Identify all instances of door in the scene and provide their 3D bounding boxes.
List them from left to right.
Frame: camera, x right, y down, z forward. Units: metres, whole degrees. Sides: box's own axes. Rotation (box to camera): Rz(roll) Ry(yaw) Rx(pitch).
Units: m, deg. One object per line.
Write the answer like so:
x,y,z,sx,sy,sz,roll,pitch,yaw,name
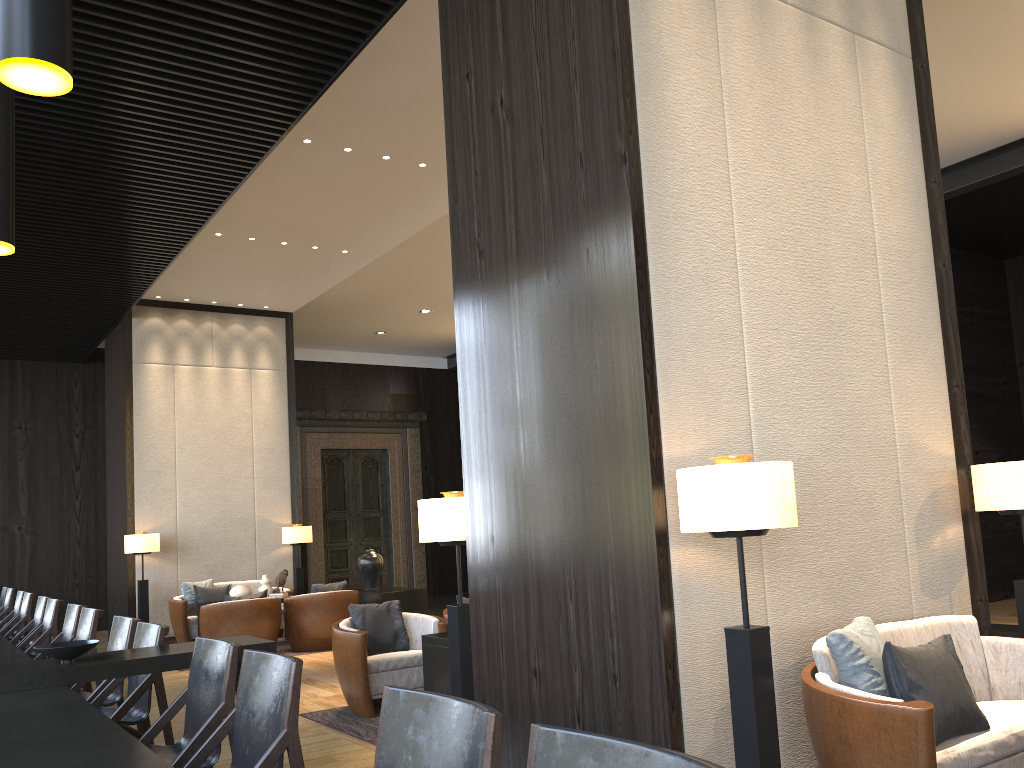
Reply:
-2.739,2.470,15.431,1.288,2.680,0.052,1,-7,-35,door

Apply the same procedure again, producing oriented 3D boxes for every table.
-2.888,2.661,9.850,1.043,0.514,0.579,3,-10,-34,table
-1.725,2.713,10.612,0.620,0.509,1.972,2,-10,-34,table
0.038,1.804,5.577,1.043,0.514,0.579,3,-10,-34,table

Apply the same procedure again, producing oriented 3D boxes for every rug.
-2.877,2.902,9.740,2.042,0.008,2.256,3,-11,-34,rug
0.009,2.056,5.524,1.959,0.008,2.256,3,-11,-34,rug

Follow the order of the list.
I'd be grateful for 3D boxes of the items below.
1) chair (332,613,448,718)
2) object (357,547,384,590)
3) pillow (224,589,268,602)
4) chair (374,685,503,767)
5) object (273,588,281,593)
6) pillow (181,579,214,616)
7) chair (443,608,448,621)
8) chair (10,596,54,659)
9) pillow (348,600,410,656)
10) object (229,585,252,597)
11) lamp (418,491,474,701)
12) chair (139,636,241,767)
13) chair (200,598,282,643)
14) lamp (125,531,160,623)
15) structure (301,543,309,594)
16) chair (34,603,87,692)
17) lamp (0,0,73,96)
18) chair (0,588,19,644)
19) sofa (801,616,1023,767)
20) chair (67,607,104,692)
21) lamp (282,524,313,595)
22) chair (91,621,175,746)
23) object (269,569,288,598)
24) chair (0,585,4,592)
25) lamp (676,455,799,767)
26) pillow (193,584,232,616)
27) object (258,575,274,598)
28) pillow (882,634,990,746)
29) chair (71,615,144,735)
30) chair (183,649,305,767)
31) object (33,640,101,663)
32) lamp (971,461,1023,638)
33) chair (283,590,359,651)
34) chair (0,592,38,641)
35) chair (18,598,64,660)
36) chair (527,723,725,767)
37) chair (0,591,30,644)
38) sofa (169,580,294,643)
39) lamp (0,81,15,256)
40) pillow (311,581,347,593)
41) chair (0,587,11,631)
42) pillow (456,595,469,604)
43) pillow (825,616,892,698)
-0.852,1.891,6.043,0.804,0.600,0.610,2,-9,-34,chair
-1.680,2.189,10.514,0.313,0.489,0.312,-10,-9,44,object
-2.631,2.221,8.789,0.441,0.336,0.206,1,-8,-27,pillow
-0.291,1.043,1.669,0.563,0.822,0.529,1,-8,-34,chair
-2.684,2.371,10.092,0.091,0.111,0.092,-6,-8,18,object
-3.666,2.510,10.415,0.201,0.397,0.434,-8,-9,33,pillow
-0.145,1.927,6.526,0.804,0.600,0.610,2,-9,-34,chair
-3.856,2.088,6.876,0.563,0.822,0.529,1,-8,-34,chair
-0.930,1.696,6.162,0.399,0.360,0.223,2,-8,-34,pillow
-3.021,2.328,9.870,0.245,0.167,0.247,-5,-8,13,object
-0.245,1.205,4.345,0.375,1.342,0.377,-3,-6,-5,lamp
-1.182,1.304,2.971,0.563,0.822,0.529,1,-8,-34,chair
-2.683,2.451,8.868,0.804,0.600,0.610,2,-9,-34,chair
-4.248,2.378,10.192,0.375,1.342,0.377,-3,-6,-5,lamp
-2.953,2.683,12.131,0.240,1.210,0.241,1,-7,-34,structure
-2.965,1.826,5.575,0.563,0.822,0.529,1,-8,-34,chair
-0.488,-1.461,0.899,0.060,2.405,0.060,1,-8,-39,lamp
-5.345,2.524,9.051,0.563,0.822,0.529,1,-8,-34,chair
1.628,1.255,3.270,1.450,0.689,0.606,3,-9,-34,sofa
-2.642,1.732,5.103,0.563,0.822,0.529,1,-8,-34,chair
-2.710,2.458,11.242,0.375,1.342,0.377,-5,-6,13,lamp
-1.751,1.471,3.801,0.563,0.822,0.529,1,-8,-34,chair
-2.615,2.251,9.989,0.174,0.307,0.230,-5,-7,11,object
-6.251,2.789,10.374,0.563,0.822,0.529,1,-8,-34,chair
0.770,0.908,2.863,0.375,1.342,0.376,3,-9,-44,lamp
-3.494,2.509,10.343,0.472,0.359,0.220,3,-9,-38,pillow
-2.793,2.294,10.032,0.174,0.255,0.175,-1,-7,-15,object
1.457,1.058,3.110,0.472,0.359,0.220,3,-9,-38,pillow
-2.074,1.565,4.273,0.563,0.822,0.529,1,-8,-34,chair
-0.860,1.210,2.500,0.563,0.822,0.529,1,-8,-34,chair
-1.650,0.999,3.287,0.227,0.066,0.229,2,-10,-32,object
2.309,1.004,3.911,0.375,1.311,0.377,-4,-6,9,lamp
-1.976,2.488,9.351,0.804,0.600,0.610,2,-9,-34,chair
-4.439,2.258,7.728,0.563,0.822,0.529,1,-8,-34,chair
-3.533,1.993,6.405,0.563,0.822,0.529,1,-8,-34,chair
0.031,0.949,1.198,0.563,0.822,0.529,1,-8,-34,chair
-4.762,2.353,8.199,0.563,0.822,0.529,1,-8,-34,chair
-3.323,2.706,10.502,1.450,0.689,0.606,3,-9,-34,sofa
-0.776,-1.377,1.319,0.060,2.405,0.060,1,-8,-39,lamp
-1.923,2.255,9.276,0.399,0.360,0.223,2,-8,-34,pillow
-5.668,2.618,9.522,0.563,0.822,0.529,1,-8,-34,chair
-0.222,1.737,6.647,0.441,0.336,0.206,1,-8,-27,pillow
1.286,1.059,3.183,0.201,0.397,0.434,-8,-9,33,pillow
